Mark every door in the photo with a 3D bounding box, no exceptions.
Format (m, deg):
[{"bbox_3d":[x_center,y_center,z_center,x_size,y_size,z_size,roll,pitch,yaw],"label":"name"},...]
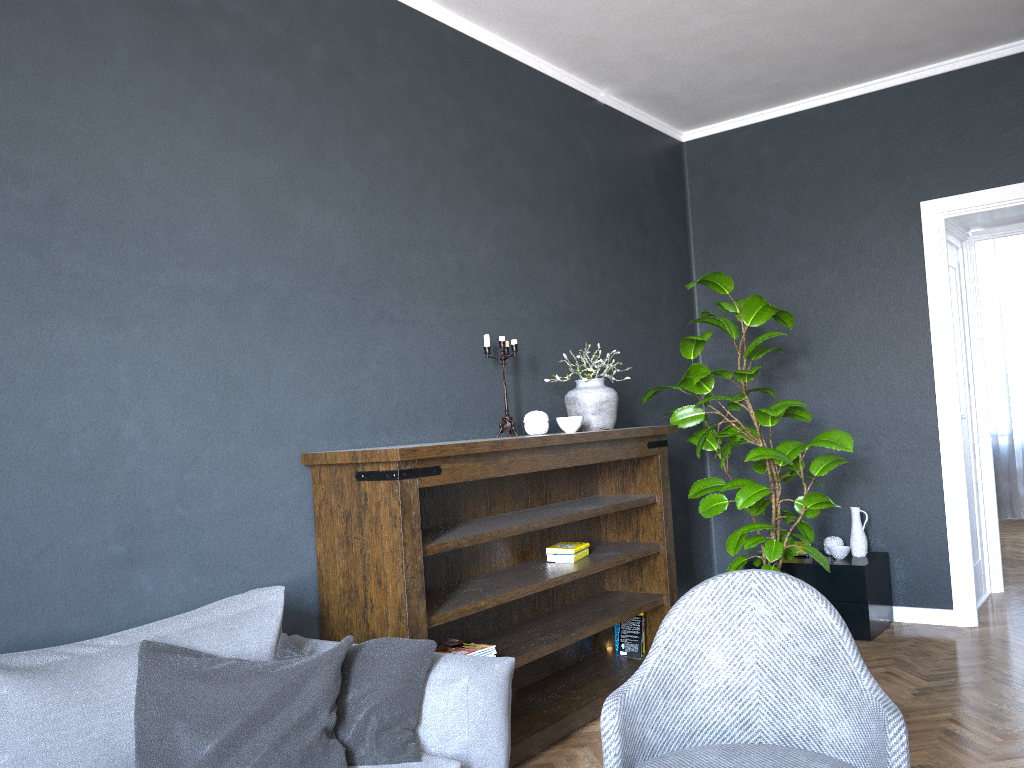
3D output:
[{"bbox_3d":[2.590,0.196,5.166,0.162,2.185,0.856,-5,-2,36],"label":"door"}]

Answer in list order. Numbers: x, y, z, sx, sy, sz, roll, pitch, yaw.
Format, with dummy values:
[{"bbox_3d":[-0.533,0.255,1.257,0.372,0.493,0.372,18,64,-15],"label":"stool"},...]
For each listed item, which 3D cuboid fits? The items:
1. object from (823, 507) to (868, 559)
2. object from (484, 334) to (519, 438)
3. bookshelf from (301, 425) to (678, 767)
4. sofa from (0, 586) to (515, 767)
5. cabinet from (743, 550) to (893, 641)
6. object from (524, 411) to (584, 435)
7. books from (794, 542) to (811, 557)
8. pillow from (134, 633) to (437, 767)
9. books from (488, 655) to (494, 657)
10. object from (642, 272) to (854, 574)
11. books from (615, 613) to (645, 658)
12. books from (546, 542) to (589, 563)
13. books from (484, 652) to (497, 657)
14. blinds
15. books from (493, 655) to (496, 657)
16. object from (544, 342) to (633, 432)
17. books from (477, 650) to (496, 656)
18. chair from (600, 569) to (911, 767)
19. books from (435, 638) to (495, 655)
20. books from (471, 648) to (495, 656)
[{"bbox_3d":[1.785,0.806,4.836,0.228,0.268,0.229,-3,-2,-20],"label":"object"},{"bbox_3d":[-0.045,0.005,3.715,0.130,0.437,0.145,-3,-2,-18],"label":"object"},{"bbox_3d":[0.082,0.798,3.584,0.451,1.171,1.918,-5,-3,36],"label":"bookshelf"},{"bbox_3d":[-0.974,0.964,1.721,0.971,0.797,2.340,-6,-3,36],"label":"sofa"},{"bbox_3d":[1.683,1.145,4.876,0.650,0.390,0.456,-6,-3,36],"label":"cabinet"},{"bbox_3d":[0.177,0.160,3.746,0.255,0.103,0.118,-4,-2,2],"label":"object"},{"bbox_3d":[1.574,0.930,4.994,0.215,0.066,0.162,-5,-3,32],"label":"books"},{"bbox_3d":[-0.573,0.781,2.196,0.797,0.361,0.442,-2,-3,-36],"label":"pillow"},{"bbox_3d":[-0.238,0.959,3.059,0.219,0.008,0.288,-6,-4,40],"label":"books"},{"bbox_3d":[1.155,0.405,4.357,1.119,1.898,0.763,-5,-2,30],"label":"object"},{"bbox_3d":[0.570,1.200,4.254,0.179,0.193,0.122,-6,-3,40],"label":"books"},{"bbox_3d":[0.265,0.763,3.892,0.174,0.113,0.197,-5,-3,25],"label":"books"},{"bbox_3d":[-0.235,0.952,3.060,0.219,0.008,0.304,-6,-4,40],"label":"books"},{"bbox_3d":[5.651,-0.175,8.044,3.995,2.787,0.312,-6,-3,36],"label":"blinds"},{"bbox_3d":[-0.238,0.964,3.064,0.219,0.006,0.304,-6,-4,41],"label":"books"},{"bbox_3d":[0.351,0.008,4.033,0.386,0.412,0.275,-4,-2,14],"label":"object"},{"bbox_3d":[-0.238,0.945,3.062,0.219,0.008,0.304,-6,-4,40],"label":"books"},{"bbox_3d":[0.541,0.870,2.020,0.645,0.811,0.495,-4,-2,15],"label":"chair"},{"bbox_3d":[-0.240,0.929,3.066,0.219,0.013,0.304,-6,-4,41],"label":"books"},{"bbox_3d":[-0.241,0.938,3.065,0.219,0.008,0.304,-6,-4,41],"label":"books"}]
